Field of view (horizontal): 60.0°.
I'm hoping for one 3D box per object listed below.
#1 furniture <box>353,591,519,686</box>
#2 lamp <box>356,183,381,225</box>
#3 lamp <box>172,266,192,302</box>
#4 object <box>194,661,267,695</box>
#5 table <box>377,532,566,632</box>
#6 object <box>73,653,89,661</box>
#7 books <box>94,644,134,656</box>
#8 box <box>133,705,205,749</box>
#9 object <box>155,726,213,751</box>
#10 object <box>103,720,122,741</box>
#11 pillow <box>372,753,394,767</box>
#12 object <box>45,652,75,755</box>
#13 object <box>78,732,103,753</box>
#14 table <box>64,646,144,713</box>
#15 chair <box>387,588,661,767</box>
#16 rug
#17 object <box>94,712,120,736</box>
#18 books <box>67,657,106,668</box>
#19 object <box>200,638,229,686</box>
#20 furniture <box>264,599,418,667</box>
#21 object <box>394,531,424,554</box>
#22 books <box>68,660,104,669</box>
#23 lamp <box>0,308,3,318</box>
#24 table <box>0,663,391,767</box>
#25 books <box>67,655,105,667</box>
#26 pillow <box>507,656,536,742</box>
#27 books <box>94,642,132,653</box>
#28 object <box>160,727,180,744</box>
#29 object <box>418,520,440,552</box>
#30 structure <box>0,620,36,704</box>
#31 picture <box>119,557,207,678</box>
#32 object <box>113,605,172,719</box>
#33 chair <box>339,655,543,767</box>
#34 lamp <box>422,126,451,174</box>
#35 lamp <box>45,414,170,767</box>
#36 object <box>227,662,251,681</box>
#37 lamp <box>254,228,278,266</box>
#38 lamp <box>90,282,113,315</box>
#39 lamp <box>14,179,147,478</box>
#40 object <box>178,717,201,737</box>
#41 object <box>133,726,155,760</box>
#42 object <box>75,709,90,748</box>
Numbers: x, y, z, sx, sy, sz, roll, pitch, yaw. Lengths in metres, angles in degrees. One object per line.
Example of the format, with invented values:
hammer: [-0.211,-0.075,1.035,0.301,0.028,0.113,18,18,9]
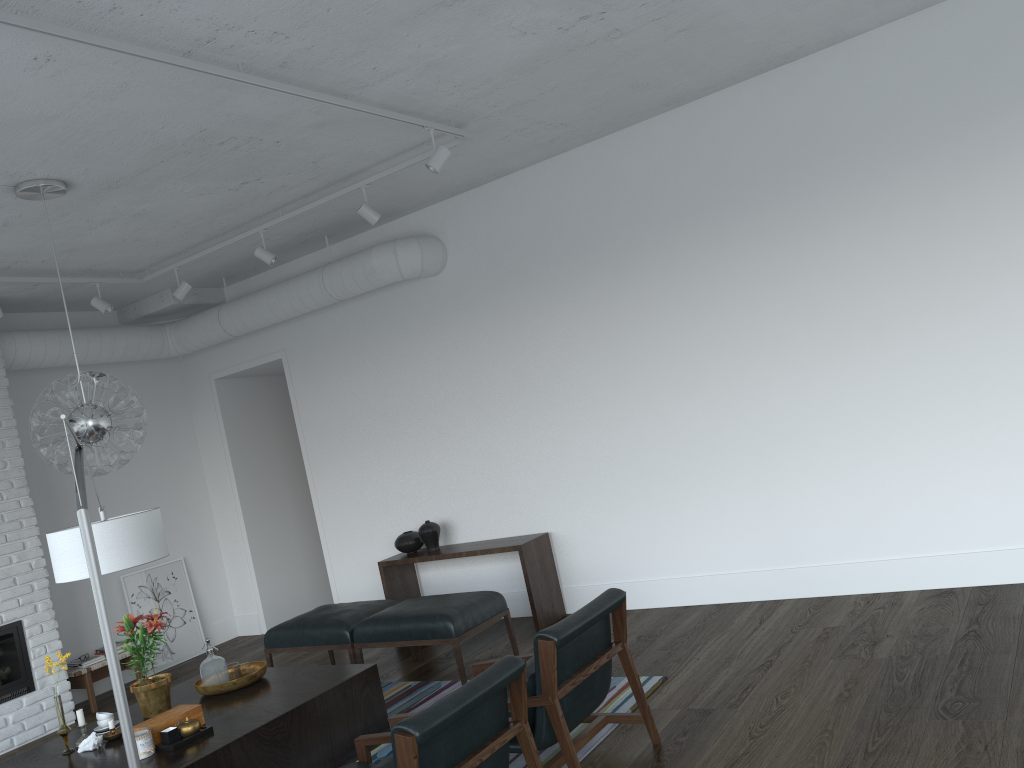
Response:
furniture: [-0.496,1.617,5.644,0.827,0.476,0.583,-14,-2,33]
lamp: [-0.924,-1.150,5.642,0.154,0.285,0.100,-11,-2,-34]
lamp: [-2.508,-0.767,6.701,0.154,0.285,0.104,-12,-2,-17]
object: [-1.532,1.617,4.853,0.383,0.068,0.383,-12,-2,-15]
table: [-0.326,1.538,6.691,1.362,0.617,0.375,-14,-2,33]
object: [-3.352,2.127,6.876,0.093,0.038,0.134,-12,-2,-1]
books: [-3.192,2.142,7.122,0.267,0.032,0.185,-13,-2,31]
box: [-1.607,1.599,4.147,0.169,0.093,0.294,-14,-2,33]
object: [-1.483,1.604,4.018,0.130,0.023,0.214,-14,-2,33]
object: [-1.941,1.677,4.309,0.102,0.098,0.102,-12,-2,-18]
pillow: [-0.297,1.332,3.029,0.246,0.293,0.612,-14,-2,33]
object: [-2.159,1.533,4.283,0.121,0.470,0.120,-11,-2,-42]
object: [-2.009,1.705,4.222,0.124,0.078,0.069,-13,-2,15]
table: [-3.222,2.335,6.980,0.405,0.345,0.605,-14,-2,33]
chair: [0.004,1.338,3.847,0.983,0.698,0.678,-14,-2,33]
rug: [-1.449,2.033,4.514,3.760,0.012,2.735,-14,-2,33]
object: [-2.034,1.692,4.443,0.121,0.113,0.124,-11,-2,-38]
books: [-3.317,2.162,6.880,0.306,0.011,0.171,-14,-2,32]
object: [-1.624,1.521,4.812,0.143,0.288,0.143,-13,-2,4]
furniture: [-1.193,1.784,6.104,0.828,0.478,0.584,-14,-2,33]
object: [-0.808,1.253,7.017,0.245,0.168,0.245,-13,-2,24]
books: [-3.322,2.175,6.888,0.273,0.011,0.172,-14,-2,32]
lamp: [-3.489,-0.574,5.928,0.097,0.285,0.154,-12,-2,-17]
table: [-1.572,1.851,4.462,1.362,0.394,1.306,-14,-2,33]
books: [-3.330,2.151,6.884,0.280,0.019,0.202,-13,-2,31]
pillow: [0.151,1.254,3.737,0.246,0.293,0.612,-14,-2,33]
books: [-3.205,2.116,7.127,0.238,0.025,0.173,-13,-2,31]
object: [-1.536,1.580,3.984,0.058,0.055,0.058,-14,-2,33]
object: [-0.633,1.176,6.882,0.171,0.236,0.171,-14,-2,38]
structure: [-3.999,2.079,6.014,0.675,0.578,1.168,-14,-2,33]
picture: [-3.073,2.046,7.851,0.093,0.884,0.637,-14,-2,33]
object: [-1.887,1.438,4.590,0.275,0.558,0.284,-12,-2,-5]
chair: [-0.444,1.416,3.138,0.983,0.698,0.678,-14,-2,33]
lamp: [-0.418,-1.287,4.834,0.154,0.285,0.088,-12,-2,-12]
lamp: [-1.211,1.039,2.814,0.432,1.738,2.162,-12,-2,-23]
object: [-1.517,1.600,4.914,0.195,0.089,0.085,-14,-2,42]
lamp: [-1.729,-0.956,6.175,0.154,0.285,0.094,-13,-2,6]
lamp: [-3.064,-0.648,6.593,0.154,0.285,0.093,-13,-2,11]
lamp: [-2.306,-0.279,4.630,0.552,1.546,0.552,-13,-2,20]
object: [-1.476,1.557,4.047,0.103,0.077,0.103,-13,-2,4]
object: [-1.639,1.588,3.925,0.117,0.116,0.106,-13,-2,12]
object: [-2.106,1.676,4.347,0.098,0.174,0.098,-13,-2,27]
